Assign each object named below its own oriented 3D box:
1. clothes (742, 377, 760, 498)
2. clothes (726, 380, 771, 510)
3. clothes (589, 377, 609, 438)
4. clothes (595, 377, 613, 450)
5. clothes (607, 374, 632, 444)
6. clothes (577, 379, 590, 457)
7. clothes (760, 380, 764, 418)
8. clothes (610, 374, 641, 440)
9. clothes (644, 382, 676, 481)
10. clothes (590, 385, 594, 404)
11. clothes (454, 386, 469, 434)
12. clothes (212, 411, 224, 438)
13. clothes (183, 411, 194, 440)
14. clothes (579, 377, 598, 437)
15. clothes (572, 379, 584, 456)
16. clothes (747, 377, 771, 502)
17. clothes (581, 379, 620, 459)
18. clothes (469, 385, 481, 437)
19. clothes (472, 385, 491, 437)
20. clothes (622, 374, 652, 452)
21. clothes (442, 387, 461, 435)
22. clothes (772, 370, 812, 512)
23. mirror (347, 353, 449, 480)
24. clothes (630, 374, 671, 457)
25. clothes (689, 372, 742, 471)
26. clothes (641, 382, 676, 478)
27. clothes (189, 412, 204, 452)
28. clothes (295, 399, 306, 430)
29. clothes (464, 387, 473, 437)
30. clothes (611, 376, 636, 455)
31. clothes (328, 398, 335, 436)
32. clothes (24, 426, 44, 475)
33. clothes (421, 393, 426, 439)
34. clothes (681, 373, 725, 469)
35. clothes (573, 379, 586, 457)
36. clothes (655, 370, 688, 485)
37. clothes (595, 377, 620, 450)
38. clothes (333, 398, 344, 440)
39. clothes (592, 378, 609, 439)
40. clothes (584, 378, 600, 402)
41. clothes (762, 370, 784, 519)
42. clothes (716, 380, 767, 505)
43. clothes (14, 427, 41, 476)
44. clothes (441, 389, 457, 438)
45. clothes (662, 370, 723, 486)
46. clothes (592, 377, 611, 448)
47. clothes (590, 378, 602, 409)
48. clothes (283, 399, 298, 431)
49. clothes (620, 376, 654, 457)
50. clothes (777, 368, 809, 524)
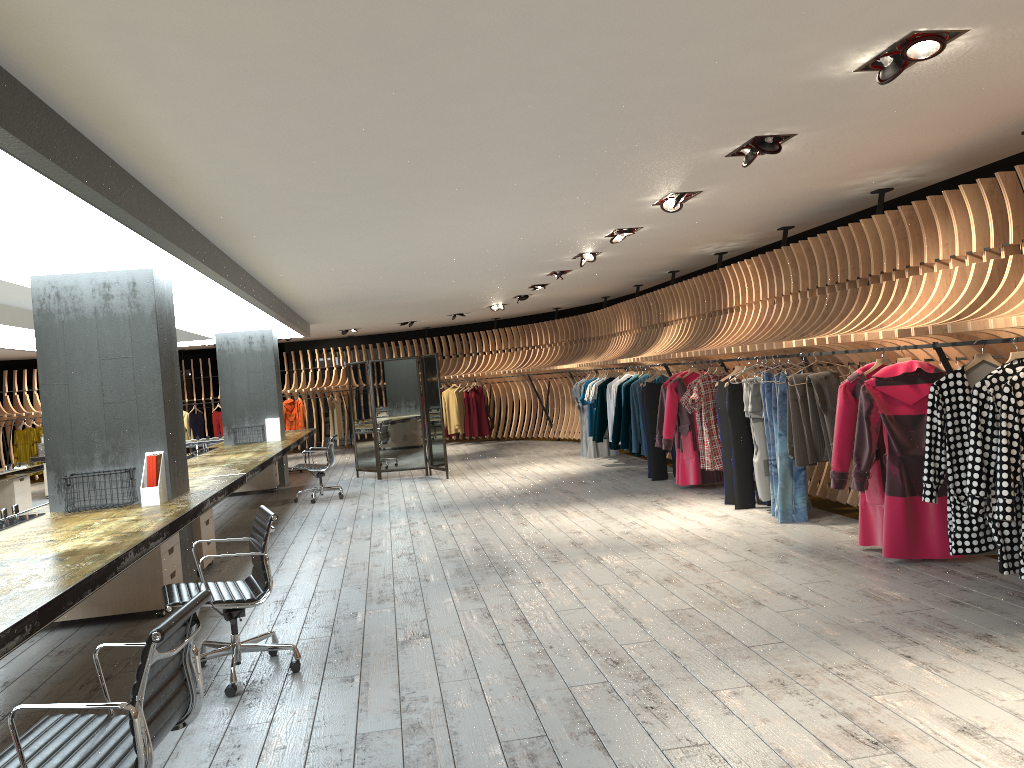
[{"bbox_3d":[2.336,0.508,8.312,0.273,1.143,0.170,-5,0,24],"label":"clothes"},{"bbox_3d":[2.350,0.618,8.518,0.539,1.353,0.087,-5,0,-9],"label":"clothes"},{"bbox_3d":[1.560,0.352,13.509,0.734,0.937,0.164,-5,0,-5],"label":"clothes"},{"bbox_3d":[1.644,0.423,13.237,0.914,1.081,0.238,-5,0,-9],"label":"clothes"},{"bbox_3d":[1.734,0.399,12.741,0.733,1.106,0.165,-5,0,-4],"label":"clothes"},{"bbox_3d":[1.433,0.617,14.683,0.677,1.434,0.204,-5,0,6],"label":"clothes"},{"bbox_3d":[2.410,0.504,8.107,0.169,1.143,0.273,-5,0,39],"label":"clothes"},{"bbox_3d":[1.705,0.404,12.545,0.733,1.106,0.165,-5,0,-9],"label":"clothes"},{"bbox_3d":[1.955,0.623,11.084,0.539,1.353,0.087,-5,0,-4],"label":"clothes"},{"bbox_3d":[1.580,0.346,13.779,0.742,0.938,0.162,-5,0,-14],"label":"clothes"},{"bbox_3d":[-1.064,0.580,19.813,0.151,1.053,0.777,-5,0,32],"label":"clothes"},{"bbox_3d":[-6.920,1.289,21.085,0.551,1.338,0.093,-5,0,37],"label":"clothes"},{"bbox_3d":[-7.805,1.036,20.785,0.704,0.890,0.250,-5,0,12],"label":"clothes"},{"bbox_3d":[1.447,0.372,14.099,0.738,0.971,0.167,-5,0,0],"label":"clothes"},{"bbox_3d":[1.393,0.617,14.961,0.677,1.434,0.204,-5,0,6],"label":"clothes"},{"bbox_3d":[2.339,0.507,8.204,0.278,1.141,0.172,-5,0,-1],"label":"clothes"},{"bbox_3d":[1.452,0.617,14.549,0.677,1.434,0.203,-5,0,-24],"label":"clothes"},{"bbox_3d":[-0.761,0.597,19.580,0.444,1.129,0.126,-5,0,-11],"label":"clothes"},{"bbox_3d":[-0.701,0.593,19.509,0.444,1.129,0.126,-5,0,-36],"label":"clothes"},{"bbox_3d":[1.829,0.389,11.992,0.715,1.088,0.256,-5,0,-13],"label":"clothes"},{"bbox_3d":[-1.240,0.594,19.944,0.777,1.053,0.151,-5,0,-8],"label":"clothes"},{"bbox_3d":[2.454,0.518,7.820,0.277,1.292,0.316,-5,0,-44],"label":"clothes"},{"bbox_3d":[-1.805,0.533,13.991,2.110,1.892,0.443,-5,0,33],"label":"mirror"},{"bbox_3d":[1.893,0.389,11.558,0.715,1.088,0.257,-5,0,-3],"label":"clothes"},{"bbox_3d":[2.196,0.384,9.214,0.760,1.030,0.179,-5,0,-23],"label":"clothes"},{"bbox_3d":[1.946,0.622,11.276,0.539,1.353,0.087,-5,0,16],"label":"clothes"},{"bbox_3d":[-7.426,1.327,20.932,0.087,1.353,0.539,-5,0,16],"label":"clothes"},{"bbox_3d":[-5.094,0.779,21.284,0.201,0.881,0.839,-5,0,-28],"label":"clothes"},{"bbox_3d":[-0.892,0.607,19.687,0.444,1.129,0.126,-5,0,-36],"label":"clothes"},{"bbox_3d":[1.785,0.419,12.219,0.914,1.081,0.238,-5,0,-4],"label":"clothes"},{"bbox_3d":[-4.281,0.835,21.238,0.096,0.988,0.465,-5,0,4],"label":"clothes"},{"bbox_3d":[-10.216,1.431,19.005,0.664,1.045,0.168,-5,0,23],"label":"clothes"},{"bbox_3d":[-1.972,0.693,20.459,0.444,1.129,0.126,-5,0,-11],"label":"clothes"},{"bbox_3d":[2.179,0.385,9.436,0.761,1.020,0.187,-5,0,-8],"label":"clothes"},{"bbox_3d":[1.414,0.617,14.822,0.677,1.434,0.203,-5,0,-19],"label":"clothes"},{"bbox_3d":[2.066,0.496,10.336,0.840,1.312,0.321,-5,0,-9],"label":"clothes"},{"bbox_3d":[1.649,0.423,13.150,0.914,1.081,0.238,-5,0,-4],"label":"clothes"},{"bbox_3d":[-4.161,0.824,21.228,0.096,0.988,0.465,-5,0,9],"label":"clothes"},{"bbox_3d":[1.549,0.366,13.696,0.743,0.950,0.167,-5,0,-25],"label":"clothes"},{"bbox_3d":[1.522,0.352,13.965,0.743,0.931,0.158,-5,0,-4],"label":"clothes"},{"bbox_3d":[2.406,0.634,7.959,0.277,1.543,0.316,-5,0,-9],"label":"clothes"},{"bbox_3d":[2.303,0.620,8.716,0.539,1.353,0.087,-5,0,31],"label":"clothes"},{"bbox_3d":[-10.327,1.442,18.860,0.664,1.045,0.168,-5,0,23],"label":"clothes"},{"bbox_3d":[-1.486,0.654,20.126,0.126,1.129,0.444,-5,0,44],"label":"clothes"},{"bbox_3d":[2.106,0.496,10.049,0.840,1.312,0.321,-5,0,1],"label":"clothes"},{"bbox_3d":[1.619,0.423,13.358,0.914,1.081,0.238,-5,0,-9],"label":"clothes"},{"bbox_3d":[1.562,0.363,13.919,0.743,0.961,0.167,-5,0,-15],"label":"clothes"},{"bbox_3d":[-5.339,0.800,21.299,0.200,0.881,0.840,-5,0,22],"label":"clothes"},{"bbox_3d":[1.844,0.418,11.868,0.914,1.081,0.238,-5,0,-9],"label":"clothes"},{"bbox_3d":[2.430,0.642,7.667,0.373,1.536,0.312,-5,0,3],"label":"clothes"}]
